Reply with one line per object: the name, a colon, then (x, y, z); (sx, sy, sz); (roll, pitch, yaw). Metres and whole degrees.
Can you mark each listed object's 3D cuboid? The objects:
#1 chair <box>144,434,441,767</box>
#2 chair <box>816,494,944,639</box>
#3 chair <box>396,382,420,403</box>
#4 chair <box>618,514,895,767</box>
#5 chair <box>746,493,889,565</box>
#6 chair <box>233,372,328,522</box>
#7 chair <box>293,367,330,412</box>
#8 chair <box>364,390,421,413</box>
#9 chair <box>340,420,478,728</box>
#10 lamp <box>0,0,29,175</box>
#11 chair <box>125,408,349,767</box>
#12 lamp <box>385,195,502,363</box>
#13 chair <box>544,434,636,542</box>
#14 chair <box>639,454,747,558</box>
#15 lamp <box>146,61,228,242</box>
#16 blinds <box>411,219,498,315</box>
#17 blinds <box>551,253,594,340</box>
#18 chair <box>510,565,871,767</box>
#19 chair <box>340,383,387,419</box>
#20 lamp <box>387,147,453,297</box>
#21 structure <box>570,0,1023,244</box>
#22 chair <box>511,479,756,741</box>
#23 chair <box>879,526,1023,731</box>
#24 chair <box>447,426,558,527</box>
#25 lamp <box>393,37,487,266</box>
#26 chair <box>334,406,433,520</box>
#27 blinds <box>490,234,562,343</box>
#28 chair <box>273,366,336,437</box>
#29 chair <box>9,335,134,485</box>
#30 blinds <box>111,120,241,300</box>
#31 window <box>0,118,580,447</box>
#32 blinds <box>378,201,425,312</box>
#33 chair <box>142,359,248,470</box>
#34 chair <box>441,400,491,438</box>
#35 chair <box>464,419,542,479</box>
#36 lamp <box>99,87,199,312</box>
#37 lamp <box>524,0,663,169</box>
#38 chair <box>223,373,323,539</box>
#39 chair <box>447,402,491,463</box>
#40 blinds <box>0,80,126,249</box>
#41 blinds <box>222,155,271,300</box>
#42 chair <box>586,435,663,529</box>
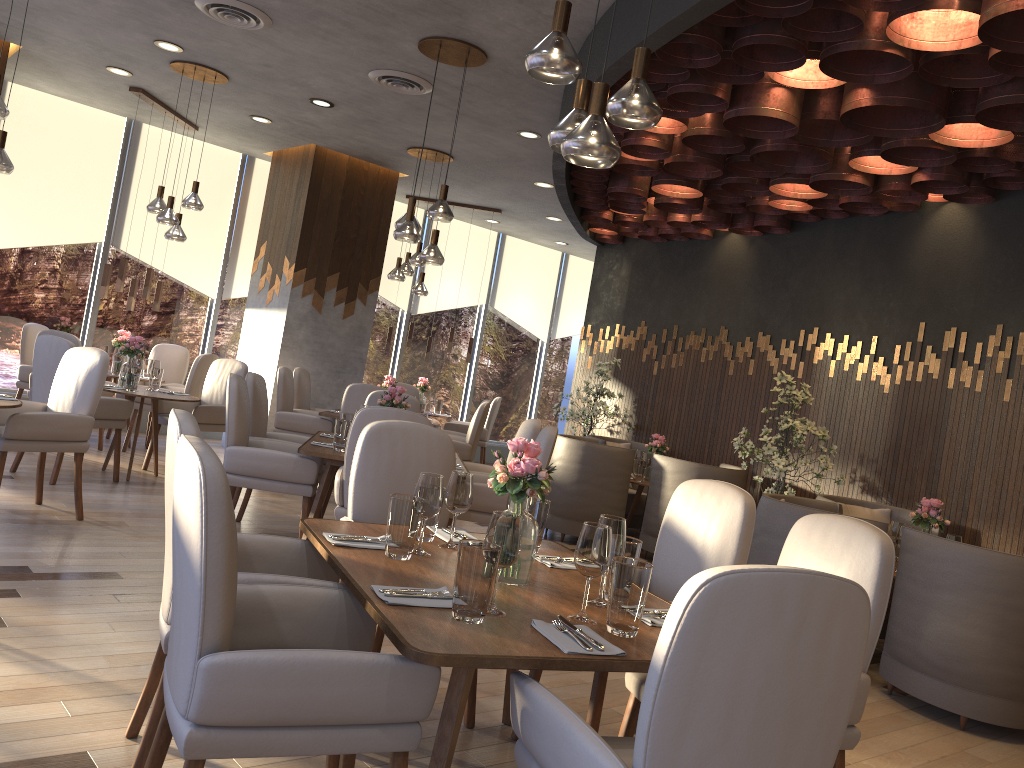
chair: (-0.527, 0.648, 2.013); (0.598, 1.001, 0.529); (10, -1, -26)
chair: (2.163, 1.165, 5.566); (0.773, 0.838, 0.595); (10, -1, -11)
chair: (-1.230, 0.484, 9.090); (0.528, 1.001, 0.599); (10, -1, -2)
chair: (0.682, 0.851, 2.541); (0.598, 1.001, 0.529); (10, -1, -21)
chair: (1.586, 1.072, 4.858); (0.595, 0.838, 0.774); (10, -1, -1)
chair: (-1.474, 0.464, 5.681); (0.599, 1.001, 0.528); (10, -1, -4)
chair: (-1.868, 0.379, 8.557); (0.600, 1.001, 0.528); (10, -1, 3)
chair: (-0.905, 0.557, 6.306); (0.528, 1.001, 0.600); (10, -1, -10)
chair: (-0.376, 0.666, 3.305); (0.527, 1.001, 0.601); (10, -1, -27)
lamp: (-2.729, -1.806, 4.655); (0.438, 1.327, 0.440); (11, -2, -38)
chair: (-0.748, 0.607, 2.533); (0.598, 1.001, 0.529); (10, -1, -21)
lamp: (-0.858, -1.219, 10.626); (1.161, 1.933, 0.118); (10, -1, 5)
chair: (0.571, 0.883, 7.433); (0.594, 0.838, 0.775); (10, -1, -21)
chair: (1.499, 1.043, 7.040); (0.772, 0.838, 0.596); (10, -1, -26)
lamp: (-2.560, -1.792, 6.927); (0.438, 1.327, 0.440); (11, -2, -33)
blinds: (-0.644, -2.142, 11.926); (1.170, 2.683, 0.007); (11, -2, -40)
blinds: (1.238, -1.898, 13.540); (1.170, 2.683, 0.007); (11, -2, -40)
chair: (0.310, 0.792, 1.783); (0.527, 1.001, 0.600); (10, -1, -21)
chair: (-1.213, 0.497, 7.435); (0.528, 1.001, 0.599); (10, -1, 3)
lamp: (-0.881, -1.515, 8.352); (0.440, 1.327, 0.438); (9, -2, 35)
structure: (1.890, -1.560, 4.898); (2.752, 0.557, 9.458); (10, 0, -11)
chair: (0.440, 0.806, 3.056); (0.598, 1.001, 0.529); (10, -1, -28)
chair: (2.278, 1.193, 4.242); (0.774, 0.838, 0.595); (10, -1, -6)
chair: (-0.102, 0.700, 5.267); (0.599, 1.001, 0.528); (10, -1, -4)
lamp: (-0.482, -1.429, 5.535); (0.438, 1.327, 0.440); (11, -2, -35)
chair: (-0.675, 0.607, 4.652); (0.528, 1.001, 0.599); (10, -1, -4)
blinds: (0.291, -1.987, 12.732); (1.170, 2.683, 0.007); (11, -2, -40)
chair: (-1.876, 0.381, 7.991); (0.599, 1.001, 0.528); (10, -1, -2)
chair: (-3.133, 0.177, 6.367); (0.529, 1.001, 0.598); (9, -1, 26)
blinds: (-3.509, -2.321, 9.490); (1.170, 2.683, 0.007); (11, -2, -40)
window: (-3.108, -1.186, 6.322); (8.063, 3.201, 16.107); (10, 0, 4)
blinds: (-1.576, -2.318, 11.120); (1.170, 2.683, 0.007); (11, -2, -40)
chair: (-2.606, 0.260, 7.395); (0.529, 1.001, 0.598); (9, -1, 27)
chair: (-0.582, 0.598, 8.541); (0.599, 1.001, 0.528); (10, -1, -4)
chair: (-0.186, 0.682, 5.831); (0.599, 1.001, 0.528); (10, -1, -12)
lamp: (-3.412, -1.640, 8.314); (0.118, 1.933, 1.160); (10, -1, 4)
lamp: (0.307, -1.276, 2.608); (0.439, 1.327, 0.439); (10, -1, -2)
chair: (-1.411, 0.478, 5.119); (0.599, 1.001, 0.528); (10, -1, -10)
chair: (-0.568, 0.604, 7.972); (0.600, 1.001, 0.528); (10, -1, 3)
blinds: (-4.443, -2.482, 8.684); (1.170, 2.683, 0.007); (11, -2, -40)
blinds: (-2.572, -2.185, 10.296); (1.170, 2.683, 0.007); (11, -2, -40)
chair: (0.920, 0.937, 8.291); (0.772, 0.838, 0.596); (10, -1, -31)
